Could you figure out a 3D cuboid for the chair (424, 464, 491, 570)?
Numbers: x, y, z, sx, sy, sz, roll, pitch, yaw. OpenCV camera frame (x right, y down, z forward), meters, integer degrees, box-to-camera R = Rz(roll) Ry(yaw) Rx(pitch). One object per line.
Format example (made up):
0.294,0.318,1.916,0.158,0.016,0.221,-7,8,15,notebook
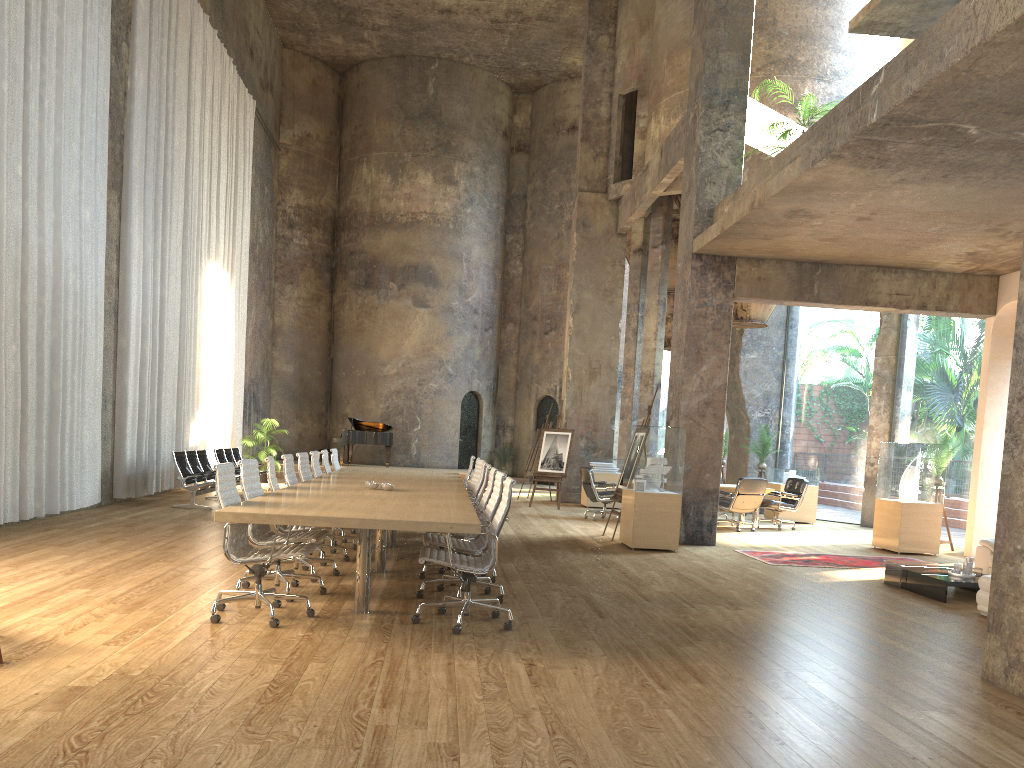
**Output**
-0.533,1.301,8.769,0.698,1.032,0.662,3,2,4,chair

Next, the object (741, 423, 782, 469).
5.029,1.255,17.861,0.859,0.946,0.684,3,1,-2,object

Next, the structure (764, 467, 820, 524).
5.359,2.141,16.869,0.735,1.021,0.739,3,1,-5,structure

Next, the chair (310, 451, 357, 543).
-2.058,1.314,10.325,0.699,1.032,0.662,3,2,1,chair

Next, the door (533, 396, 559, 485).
1.044,1.656,25.874,0.897,2.649,0.111,6,5,37,door

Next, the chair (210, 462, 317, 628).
-1.668,1.059,5.921,0.699,1.032,0.662,3,2,1,chair

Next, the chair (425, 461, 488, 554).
-0.600,1.352,9.645,0.699,1.032,0.662,3,2,1,chair

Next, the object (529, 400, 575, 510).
0.842,1.363,17.066,0.698,2.161,0.682,5,4,27,object

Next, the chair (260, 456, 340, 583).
-1.833,1.157,7.629,0.699,1.032,0.661,3,2,-5,chair

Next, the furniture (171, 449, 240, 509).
-4.761,1.479,13.908,0.709,0.845,1.865,3,-2,-4,furniture

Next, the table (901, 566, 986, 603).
4.355,1.981,8.704,0.790,0.203,1.106,3,-3,-4,table

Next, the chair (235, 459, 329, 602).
-1.765,1.108,6.778,0.698,1.032,0.662,3,2,4,chair

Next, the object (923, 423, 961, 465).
6.246,1.012,12.908,0.689,0.945,0.854,3,1,-14,object

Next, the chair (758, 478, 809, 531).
4.592,2.054,15.174,0.822,0.898,0.726,3,1,-10,chair

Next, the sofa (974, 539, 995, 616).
5.018,1.717,8.104,2.065,0.725,2.919,3,-3,-4,sofa

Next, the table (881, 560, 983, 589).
4.326,1.981,9.070,0.860,0.248,0.368,3,-1,-5,table

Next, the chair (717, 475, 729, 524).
3.559,2.039,15.853,0.730,0.898,0.817,3,1,-4,chair

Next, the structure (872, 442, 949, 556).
5.613,1.610,12.426,0.595,1.557,0.738,3,3,-5,structure

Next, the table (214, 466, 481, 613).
-1.308,1.414,9.176,1.602,0.762,7.688,3,-4,-4,table

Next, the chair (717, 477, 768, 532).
3.670,1.955,14.410,0.731,0.898,0.816,3,1,-31,chair

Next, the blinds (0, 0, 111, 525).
-5.166,-2.892,8.063,0.275,8.697,7.792,3,1,-3,blinds

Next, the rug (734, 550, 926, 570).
4.161,2.204,10.938,2.463,0.009,1.342,3,-4,-5,rug

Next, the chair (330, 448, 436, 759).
0.625,1.597,12.356,12.957,1.037,31.398,3,-4,-4,chair

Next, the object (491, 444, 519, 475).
-0.207,2.271,26.246,0.911,0.997,0.904,3,1,7,object

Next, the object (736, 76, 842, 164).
3.594,-2.778,10.967,1.401,1.821,1.350,3,1,1,object

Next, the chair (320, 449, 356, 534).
-2.133,1.367,11.238,0.699,1.032,0.662,3,2,-1,chair

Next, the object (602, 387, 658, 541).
1.703,1.097,12.055,0.685,2.161,0.695,3,3,-6,object

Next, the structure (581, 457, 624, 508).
1.854,2.010,17.891,0.743,1.021,0.731,3,1,-5,structure

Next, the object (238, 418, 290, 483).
-5.567,1.495,19.739,1.093,1.466,1.122,3,1,-14,object

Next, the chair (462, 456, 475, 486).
-0.848,1.504,12.280,0.699,1.032,0.662,3,2,1,chair

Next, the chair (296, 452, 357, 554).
-1.985,1.262,9.432,0.698,1.032,0.662,3,2,4,chair

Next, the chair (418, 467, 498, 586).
-0.460,1.249,7.876,0.699,1.032,0.662,3,2,1,chair

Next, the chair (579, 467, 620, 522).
1.561,1.871,14.938,0.821,0.898,0.726,3,1,-8,chair

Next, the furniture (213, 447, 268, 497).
-4.950,1.617,16.283,0.709,0.845,1.865,3,-2,-4,furniture

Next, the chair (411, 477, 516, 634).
-0.313,1.141,6.020,0.699,1.032,0.662,3,2,1,chair

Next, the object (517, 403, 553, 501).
0.588,1.466,18.936,0.682,2.161,0.698,4,4,21,object

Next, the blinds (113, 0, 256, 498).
-5.848,-2.391,16.659,0.275,8.697,7.792,3,1,-3,blinds

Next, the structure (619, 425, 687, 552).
1.779,1.319,11.190,0.594,1.557,0.738,3,3,-5,structure

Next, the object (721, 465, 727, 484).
4.861,2.354,20.356,0.659,0.979,0.567,3,2,-10,object

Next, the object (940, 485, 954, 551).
6.132,1.961,12.965,0.659,0.979,0.567,2,3,-40,object

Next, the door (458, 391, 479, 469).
-1.301,1.346,25.676,0.091,2.312,0.903,7,5,44,door

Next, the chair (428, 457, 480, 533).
-0.744,1.456,11.424,0.698,1.032,0.662,3,2,4,chair

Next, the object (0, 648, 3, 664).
-2.816,0.784,4.584,0.568,1.306,0.657,5,3,29,object

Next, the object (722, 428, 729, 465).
4.855,1.399,20.308,0.686,0.945,0.857,4,1,16,object

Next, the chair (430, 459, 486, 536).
-0.668,1.407,10.573,0.699,1.032,0.661,3,2,-5,chair

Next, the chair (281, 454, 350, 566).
-1.918,1.211,8.556,0.699,1.032,0.662,3,2,1,chair

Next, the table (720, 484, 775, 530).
3.103,2.059,15.061,2.411,0.704,1.100,3,-1,-5,table

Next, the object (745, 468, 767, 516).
5.138,2.213,17.863,0.568,0.978,0.658,4,2,32,object

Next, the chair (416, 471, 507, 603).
-0.385,1.196,6.963,0.699,1.032,0.662,3,2,-1,chair
